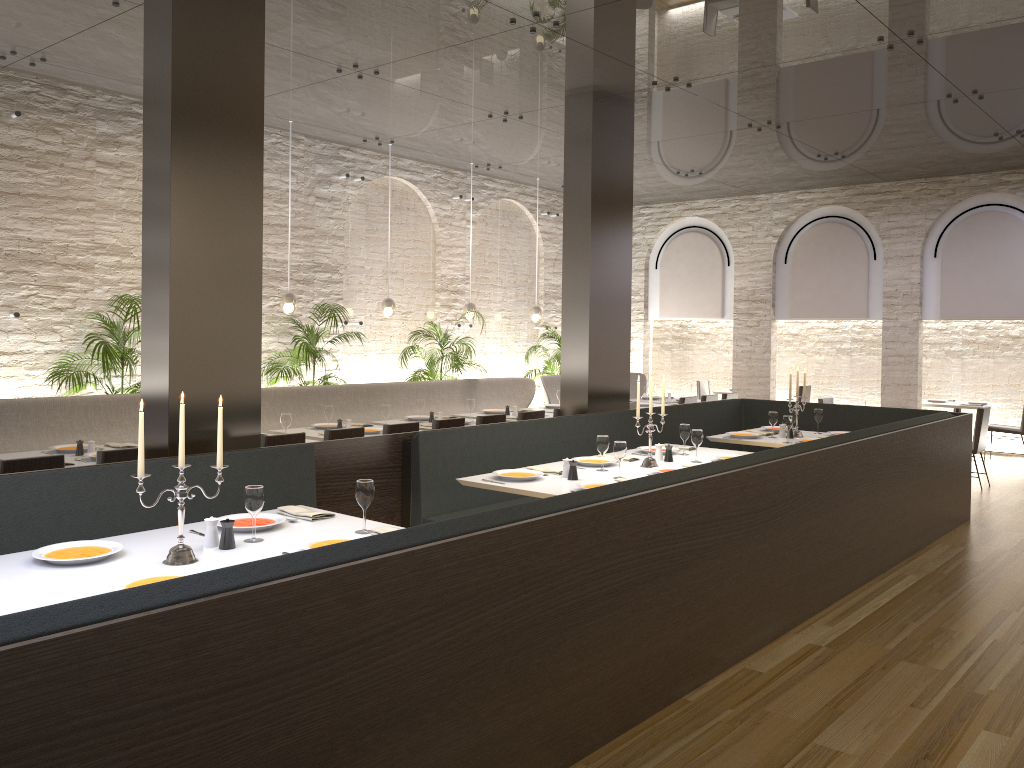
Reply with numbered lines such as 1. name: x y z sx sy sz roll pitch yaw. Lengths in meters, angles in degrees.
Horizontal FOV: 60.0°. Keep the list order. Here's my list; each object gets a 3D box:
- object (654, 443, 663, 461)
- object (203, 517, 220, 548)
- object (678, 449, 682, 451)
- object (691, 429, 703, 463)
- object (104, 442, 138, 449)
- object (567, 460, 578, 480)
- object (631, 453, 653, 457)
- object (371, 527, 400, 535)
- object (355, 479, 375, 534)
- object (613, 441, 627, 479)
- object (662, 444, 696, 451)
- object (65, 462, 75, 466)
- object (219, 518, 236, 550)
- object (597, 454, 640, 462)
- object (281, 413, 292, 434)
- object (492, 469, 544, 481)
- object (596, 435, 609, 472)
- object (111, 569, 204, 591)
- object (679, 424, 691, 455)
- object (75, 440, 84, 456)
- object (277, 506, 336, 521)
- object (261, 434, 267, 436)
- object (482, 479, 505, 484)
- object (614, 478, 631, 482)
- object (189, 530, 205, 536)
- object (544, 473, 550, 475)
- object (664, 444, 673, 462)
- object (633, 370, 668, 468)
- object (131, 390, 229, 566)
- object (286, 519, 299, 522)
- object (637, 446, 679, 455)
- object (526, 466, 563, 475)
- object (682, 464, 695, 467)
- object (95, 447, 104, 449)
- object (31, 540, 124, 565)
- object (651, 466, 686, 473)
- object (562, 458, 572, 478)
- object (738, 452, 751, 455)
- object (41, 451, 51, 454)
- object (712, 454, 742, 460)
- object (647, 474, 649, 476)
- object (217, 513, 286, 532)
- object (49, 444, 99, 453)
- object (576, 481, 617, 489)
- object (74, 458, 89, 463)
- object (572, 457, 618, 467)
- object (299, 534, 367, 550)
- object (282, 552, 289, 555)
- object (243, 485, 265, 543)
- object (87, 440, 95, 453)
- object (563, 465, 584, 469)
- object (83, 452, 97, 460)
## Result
1. object: 1.056 0.490 6.369 0.069 0.126 0.069 2 2 34
2. object: -1.237 0.609 3.648 0.069 0.126 0.069 2 2 34
3. object: 1.248 0.511 6.932 0.181 0.015 0.038 4 4 41
4. object: 1.314 0.441 6.295 0.086 0.231 0.086 0 1 -38
5. object: -2.930 0.465 6.651 0.273 0.033 0.143 3 4 40
6. object: 0.376 0.531 5.456 0.069 0.126 0.069 0 1 -19
7. object: 0.971 0.528 6.602 0.185 0.010 0.017 4 4 40
8. object: -0.467 0.653 3.837 0.273 0.033 0.143 3 4 40
9. object: -0.655 0.544 3.939 0.086 0.231 0.086 0 1 -38
10. object: 0.674 0.474 5.530 0.086 0.231 0.086 1 1 -8
11. object: 1.317 0.505 7.044 0.273 0.033 0.143 3 4 40
12. object: -2.984 0.514 5.779 0.273 0.033 0.143 3 4 40
13. object: -1.161 0.612 3.616 0.069 0.126 0.069 2 2 34
14. object: 0.766 0.534 6.385 0.273 0.033 0.143 3 4 40
15. object: -1.806 0.351 7.083 0.086 0.231 0.086 1 1 -8
16. object: 0.038 0.567 5.471 0.322 0.036 0.322 3 4 38
17. object: 0.596 0.456 5.836 0.086 0.231 0.086 2 1 40
18. object: -1.189 0.688 3.014 0.321 0.036 0.322 2 3 16
19. object: 1.301 0.419 6.680 0.086 0.231 0.086 0 1 -38
20. object: -3.019 0.444 6.191 0.059 0.109 0.059 2 2 31
21. object: -0.995 0.620 4.278 0.273 0.033 0.143 3 4 40
22. object: -2.204 0.427 7.520 0.273 0.033 0.143 3 4 40
23. object: -0.108 0.585 5.310 0.185 0.010 0.017 4 4 40
24. object: 0.766 0.594 5.312 0.273 0.033 0.143 3 4 40
25. object: -1.341 0.650 3.835 0.185 0.010 0.017 4 4 40
26. object: 0.169 0.568 5.641 0.181 0.015 0.038 4 4 41
27. object: 1.117 0.493 6.314 0.069 0.126 0.069 2 2 34
28. object: 0.944 0.236 6.036 0.390 0.656 0.131 0 1 -39
29. object: -1.265 0.352 3.393 0.390 0.656 0.131 0 1 -39
30. object: -1.064 0.633 4.166 0.181 0.015 0.038 4 4 41
31. object: 1.113 0.511 6.759 0.322 0.036 0.321 3 4 35
32. object: 0.238 0.562 5.753 0.273 0.033 0.143 3 4 40
33. object: 1.294 0.566 5.944 0.273 0.033 0.143 3 4 40
34. object: -3.053 0.471 6.539 0.181 0.015 0.038 4 4 41
35. object: -1.675 0.658 3.422 0.321 0.036 0.322 2 3 16
36. object: 1.053 0.569 5.698 0.322 0.036 0.322 -1 4 -30
37. object: 0.345 0.525 5.546 0.069 0.126 0.069 0 2 -27
38. object: 1.845 0.537 6.603 0.273 0.033 0.143 3 4 40
39. object: -3.284 0.485 6.262 0.185 0.010 0.017 4 4 40
40. object: 1.599 0.541 6.350 0.322 0.036 0.321 3 4 35
41. object: 0.925 0.584 5.550 0.181 0.015 0.038 4 4 41
42. object: -1.187 0.632 4.006 0.322 0.036 0.322 -1 4 -30
43. object: -3.163 0.469 6.400 0.322 0.036 0.322 2 3 18
44. object: 0.523 0.597 5.063 0.321 0.036 0.322 2 3 16
45. object: -2.873 0.508 5.917 0.181 0.015 0.038 4 4 41
46. object: 0.568 0.540 6.106 0.322 0.036 0.322 -1 4 -30
47. object: -0.702 0.662 3.597 0.322 0.036 0.322 -1 4 -30
48. object: -0.836 0.676 3.443 0.181 0.015 0.038 4 4 41
49. object: -1.091 0.549 3.749 0.086 0.231 0.086 0 1 -38
50. object: -2.936 0.445 6.181 0.059 0.109 0.059 2 2 31
51. object: 0.420 0.557 5.942 0.185 0.010 0.017 4 4 40
52. object: -2.752 0.494 6.054 0.322 0.036 0.322 2 3 18
